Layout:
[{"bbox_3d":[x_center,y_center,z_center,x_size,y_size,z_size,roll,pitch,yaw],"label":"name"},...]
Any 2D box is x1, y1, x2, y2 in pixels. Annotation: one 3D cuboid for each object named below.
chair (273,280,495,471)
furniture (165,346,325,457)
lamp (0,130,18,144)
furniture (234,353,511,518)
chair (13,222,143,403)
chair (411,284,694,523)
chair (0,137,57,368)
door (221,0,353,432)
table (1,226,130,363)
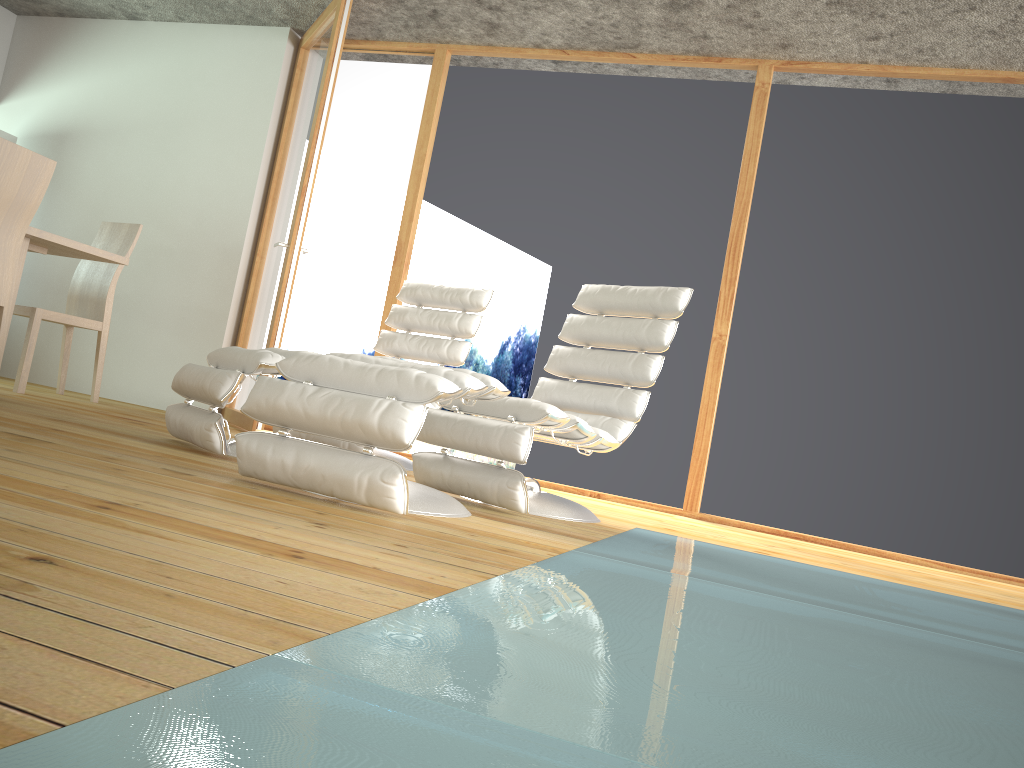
[{"bbox_3d":[-0.608,-0.105,4.327,0.570,0.971,0.910,9,-4,28],"label":"chair"},{"bbox_3d":[-0.894,0.067,3.398,0.684,0.440,0.570,13,-4,-37],"label":"furniture"},{"bbox_3d":[-3.537,-0.910,5.646,0.280,1.503,0.279,9,-5,18],"label":"lamp"},{"bbox_3d":[-0.381,0.127,2.670,0.570,0.440,0.683,9,-4,24],"label":"furniture"},{"bbox_3d":[-2.429,-0.447,4.790,0.405,1.019,0.504,8,-5,31],"label":"chair"},{"bbox_3d":[0.169,-0.003,3.423,0.570,0.971,0.910,7,-5,43],"label":"chair"},{"bbox_3d":[-2.256,-0.476,3.524,0.507,1.019,0.403,9,-4,17],"label":"chair"},{"bbox_3d":[-1.306,-0.954,5.072,0.162,2.423,0.935,13,-5,-27],"label":"door"},{"bbox_3d":[-2.930,-0.476,3.395,1.202,0.757,2.491,9,-3,21],"label":"table"}]
